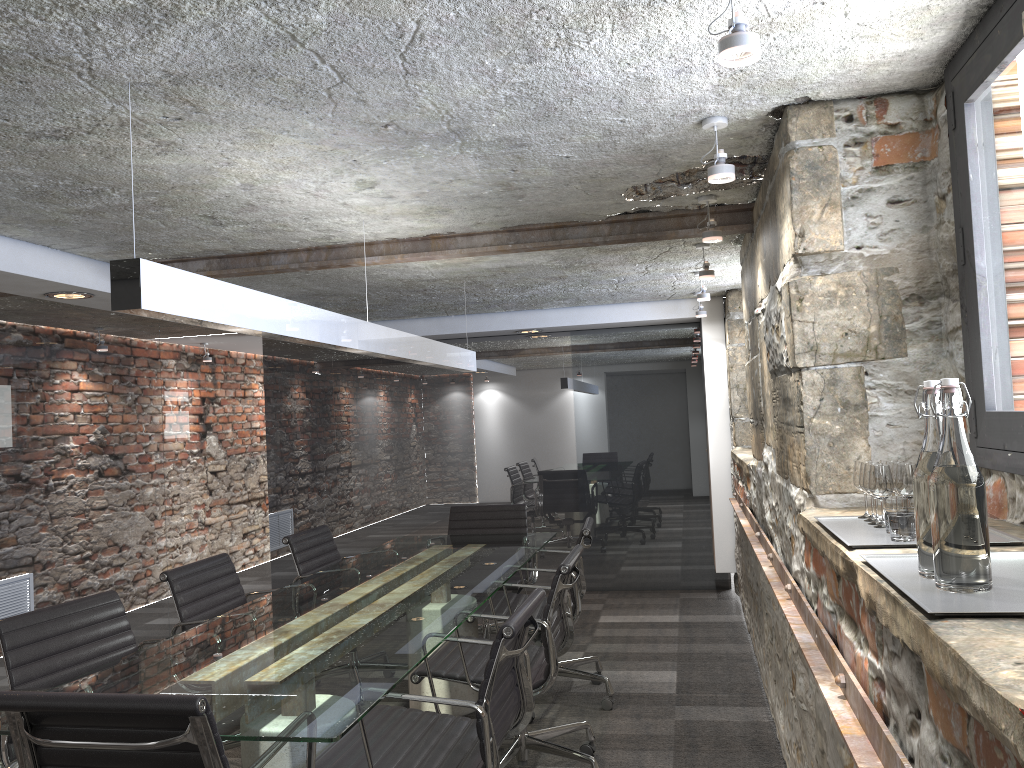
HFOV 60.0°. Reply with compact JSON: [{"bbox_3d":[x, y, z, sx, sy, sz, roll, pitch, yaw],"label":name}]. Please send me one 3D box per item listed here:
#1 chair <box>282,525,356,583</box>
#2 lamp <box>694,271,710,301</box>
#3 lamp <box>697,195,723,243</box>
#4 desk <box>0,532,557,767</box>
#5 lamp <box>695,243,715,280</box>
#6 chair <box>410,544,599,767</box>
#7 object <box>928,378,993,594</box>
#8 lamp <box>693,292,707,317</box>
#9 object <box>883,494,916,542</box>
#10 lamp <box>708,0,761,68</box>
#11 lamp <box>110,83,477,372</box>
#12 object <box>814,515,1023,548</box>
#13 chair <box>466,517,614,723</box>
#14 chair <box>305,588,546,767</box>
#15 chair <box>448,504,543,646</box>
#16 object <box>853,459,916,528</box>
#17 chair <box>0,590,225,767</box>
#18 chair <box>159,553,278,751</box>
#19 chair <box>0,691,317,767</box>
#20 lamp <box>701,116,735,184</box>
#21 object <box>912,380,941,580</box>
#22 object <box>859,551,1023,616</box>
[{"bbox_3d":[-0.757,1.144,4.428,0.667,0.837,0.693,-3,-2,2],"label":"chair"},{"bbox_3d":[1.109,-0.570,5.176,0.077,0.165,0.098,-5,-3,44],"label":"lamp"},{"bbox_3d":[0.752,-0.624,3.370,0.077,0.165,0.098,-5,-3,44],"label":"lamp"},{"bbox_3d":[-0.483,1.155,3.444,0.909,0.711,3.154,-3,-2,11],"label":"desk"},{"bbox_3d":[0.940,-0.596,4.321,0.077,0.165,0.098,-5,-3,44],"label":"lamp"},{"bbox_3d":[-0.024,1.065,3.343,0.667,0.837,0.693,-3,-2,2],"label":"chair"},{"bbox_3d":[0.635,0.142,1.267,0.073,0.300,0.073,-2,-2,-20],"label":"object"},{"bbox_3d":[1.287,-0.542,6.079,0.077,0.165,0.098,-5,-3,44],"label":"lamp"},{"bbox_3d":[0.793,0.261,1.744,0.111,0.072,0.191,-4,-2,18],"label":"object"},{"bbox_3d":[0.407,-0.677,1.625,0.077,0.165,0.098,-5,-3,44],"label":"lamp"},{"bbox_3d":[-0.554,-0.377,3.506,0.073,0.524,3.159,-3,-2,11],"label":"lamp"},{"bbox_3d":[0.824,0.303,1.852,0.310,0.007,0.457,-3,-2,11],"label":"object"},{"bbox_3d":[0.113,1.095,4.268,0.667,0.837,0.693,-3,-2,-2],"label":"chair"},{"bbox_3d":[-0.212,1.039,2.484,0.667,0.837,0.693,-3,-2,3],"label":"chair"},{"bbox_3d":[-0.170,1.142,5.085,0.693,0.837,0.667,-3,-2,1],"label":"chair"},{"bbox_3d":[0.826,0.239,1.958,0.108,0.131,0.218,-3,-2,9],"label":"object"},{"bbox_3d":[-1.146,1.093,2.685,0.667,0.837,0.693,-3,-2,9],"label":"chair"},{"bbox_3d":[-0.986,1.119,3.516,0.667,0.837,0.693,-3,-2,1],"label":"chair"},{"bbox_3d":[-0.757,1.048,2.035,0.693,0.837,0.667,-3,-2,3],"label":"chair"},{"bbox_3d":[0.576,-0.652,2.479,0.077,0.165,0.098,-5,-3,44],"label":"lamp"},{"bbox_3d":[0.653,0.145,1.358,0.073,0.300,0.073,-2,-2,-20],"label":"object"},{"bbox_3d":[0.715,0.286,1.299,0.310,0.007,0.457,-3,-2,11],"label":"object"}]
